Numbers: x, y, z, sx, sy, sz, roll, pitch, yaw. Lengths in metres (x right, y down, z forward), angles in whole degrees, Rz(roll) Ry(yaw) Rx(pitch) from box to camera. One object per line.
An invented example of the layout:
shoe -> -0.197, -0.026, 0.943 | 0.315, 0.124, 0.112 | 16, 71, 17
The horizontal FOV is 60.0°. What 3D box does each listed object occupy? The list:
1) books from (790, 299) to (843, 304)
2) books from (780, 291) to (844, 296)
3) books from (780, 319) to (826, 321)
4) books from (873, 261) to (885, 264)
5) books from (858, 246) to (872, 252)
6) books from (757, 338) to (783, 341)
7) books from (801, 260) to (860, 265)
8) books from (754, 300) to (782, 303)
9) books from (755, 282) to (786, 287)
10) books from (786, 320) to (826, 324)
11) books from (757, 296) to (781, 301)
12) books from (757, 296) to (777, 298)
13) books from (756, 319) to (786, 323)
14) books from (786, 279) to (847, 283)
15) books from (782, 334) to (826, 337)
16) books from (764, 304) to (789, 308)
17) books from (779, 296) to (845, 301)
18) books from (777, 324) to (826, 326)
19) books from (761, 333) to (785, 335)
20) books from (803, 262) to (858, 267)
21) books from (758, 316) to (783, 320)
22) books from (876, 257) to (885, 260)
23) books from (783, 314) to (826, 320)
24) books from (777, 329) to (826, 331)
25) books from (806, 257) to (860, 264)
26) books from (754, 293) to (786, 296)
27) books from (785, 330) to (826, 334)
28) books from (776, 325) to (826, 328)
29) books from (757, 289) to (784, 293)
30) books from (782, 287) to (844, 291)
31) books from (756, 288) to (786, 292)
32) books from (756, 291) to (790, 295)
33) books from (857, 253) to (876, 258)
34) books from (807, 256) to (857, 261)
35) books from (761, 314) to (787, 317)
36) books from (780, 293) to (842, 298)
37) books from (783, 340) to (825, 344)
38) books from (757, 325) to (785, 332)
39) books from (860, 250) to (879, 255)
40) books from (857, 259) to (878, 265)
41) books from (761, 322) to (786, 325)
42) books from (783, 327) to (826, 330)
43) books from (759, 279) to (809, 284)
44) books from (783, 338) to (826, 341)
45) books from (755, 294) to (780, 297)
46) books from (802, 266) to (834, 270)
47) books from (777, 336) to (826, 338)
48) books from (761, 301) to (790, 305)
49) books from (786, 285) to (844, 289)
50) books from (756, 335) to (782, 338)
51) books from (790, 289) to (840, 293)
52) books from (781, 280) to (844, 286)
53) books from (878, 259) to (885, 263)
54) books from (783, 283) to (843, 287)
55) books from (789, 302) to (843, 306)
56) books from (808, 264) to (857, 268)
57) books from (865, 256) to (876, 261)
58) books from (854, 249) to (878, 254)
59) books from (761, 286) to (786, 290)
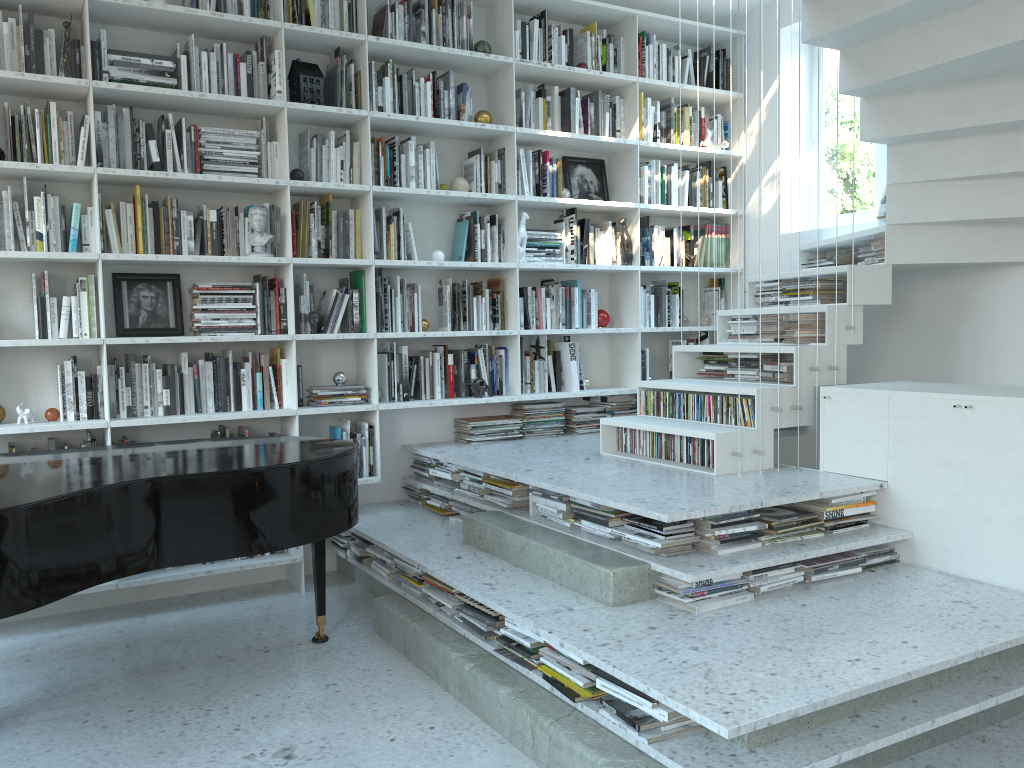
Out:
books -> 1.525, -0.415, 4.452 | 0.130, 0.014, 0.249 | -2, 4, -16
books -> 1.503, -0.453, 4.442 | 0.187, 0.009, 0.260 | -2, 4, -19
books -> 1.405, -0.300, 4.151 | 0.254, 0.005, 0.160 | -1, 3, 3
books -> 1.864, -0.572, 4.180 | 0.260, 0.009, 0.153 | -1, 3, -1
books -> 1.860, -0.676, 4.418 | 0.182, 0.016, 0.198 | -2, 3, -8
books -> 1.337, -0.223, 4.439 | 0.184, 0.016, 0.128 | -3, 4, -22
books -> 1.763, -0.669, 4.908 | 0.184, 0.006, 0.262 | -3, 4, -23
books -> 1.446, -0.442, 4.735 | 0.176, 0.009, 0.274 | -2, 4, -16
books -> 1.441, -0.530, 4.727 | 0.190, 0.015, 0.230 | -2, 4, -15
books -> 1.406, -0.291, 4.167 | 0.184, 0.016, 0.179 | -1, 3, -1
books -> 1.447, -0.455, 4.734 | 0.166, 0.018, 0.264 | -2, 3, -11
books -> 1.455, -0.467, 4.735 | 0.152, 0.005, 0.292 | -2, 4, -17
books -> 1.349, -0.314, 4.406 | 0.218, 0.012, 0.156 | -2, 4, -13
books -> 1.525, -0.515, 4.445 | 0.134, 0.007, 0.298 | -2, 4, -20
books -> 1.407, -0.231, 4.168 | 0.222, 0.011, 0.180 | -1, 3, 2
books -> 1.466, -0.418, 4.742 | 0.146, 0.014, 0.211 | -2, 4, -14
books -> 1.497, -0.428, 4.441 | 0.182, 0.013, 0.287 | -2, 4, -15
books -> 1.406, -0.278, 4.151 | 0.295, 0.007, 0.146 | -1, 3, 5
books -> 1.343, -0.251, 4.425 | 0.139, 0.013, 0.155 | -3, 4, -27
books -> 1.767, -0.661, 4.910 | 0.169, 0.010, 0.282 | -2, 4, -14
books -> 1.348, -0.329, 4.406 | 0.166, 0.017, 0.190 | -3, 4, -27
books -> 1.864, -0.595, 4.174 | 0.241, 0.008, 0.168 | -1, 3, -2
books -> 1.406, -0.316, 4.158 | 0.234, 0.025, 0.157 | -1, 3, 8
books -> 1.406, -0.253, 4.153 | 0.295, 0.006, 0.146 | -1, 3, 5
books -> 1.775, -0.681, 4.912 | 0.150, 0.017, 0.288 | -2, 4, -14
books -> 1.444, -0.478, 4.732 | 0.170, 0.006, 0.268 | -2, 4, -18
books -> 1.406, -0.243, 4.153 | 0.214, 0.015, 0.138 | -1, 3, -2
books -> 1.406, -0.271, 4.151 | 0.295, 0.007, 0.146 | -1, 3, 1
books -> 1.447, -0.496, 4.731 | 0.162, 0.008, 0.289 | -2, 3, -11
books -> 1.504, -0.475, 4.440 | 0.176, 0.007, 0.254 | -2, 4, -21
books -> 1.446, -0.503, 4.731 | 0.168, 0.005, 0.291 | -2, 3, -12
books -> 1.445, -0.486, 4.731 | 0.171, 0.011, 0.231 | -2, 4, -18
books -> 1.863, -0.645, 4.420 | 0.170, 0.010, 0.233 | -2, 3, -10
books -> 1.780, -0.694, 4.913 | 0.160, 0.008, 0.239 | -2, 4, -20
books -> 1.345, -0.342, 4.410 | 0.155, 0.009, 0.155 | -3, 4, -29
books -> 1.496, -0.441, 4.440 | 0.191, 0.014, 0.243 | -2, 4, -16
books -> 1.408, -0.200, 4.178 | 0.206, 0.012, 0.183 | -1, 3, -2
books -> 1.355, -0.278, 4.397 | 0.178, 0.036, 0.221 | -3, 4, -25
books -> 1.875, -0.656, 4.421 | 0.161, 0.012, 0.254 | -1, 3, -6
books -> 1.863, -0.609, 4.423 | 0.175, 0.017, 0.265 | -1, 3, -1
books -> 1.340, -0.303, 4.424 | 0.159, 0.012, 0.129 | -2, 4, -15
books -> 1.407, -0.263, 4.167 | 0.231, 0.011, 0.171 | -1, 3, 7
books -> 1.450, -0.545, 4.729 | 0.165, 0.014, 0.235 | -2, 4, -12
books -> 1.408, -0.212, 4.172 | 0.215, 0.013, 0.189 | -1, 3, 3
books -> 1.446, -0.472, 4.733 | 0.184, 0.006, 0.262 | -2, 4, -14
books -> 1.767, -0.640, 4.911 | 0.182, 0.011, 0.253 | -3, 4, -22
books -> 1.408, -0.222, 4.182 | 0.254, 0.007, 0.188 | -1, 3, -2
books -> 1.458, -0.431, 4.739 | 0.149, 0.014, 0.228 | -2, 4, -17
books -> 1.517, -0.485, 4.444 | 0.144, 0.011, 0.256 | -3, 4, -22
books -> 1.350, -0.237, 4.412 | 0.199, 0.014, 0.177 | -3, 4, -25
books -> 1.514, -0.465, 4.445 | 0.154, 0.014, 0.196 | -2, 4, -16
books -> 1.498, -0.505, 4.436 | 0.191, 0.013, 0.243 | -2, 4, -18
books -> 1.863, -0.585, 4.196 | 0.210, 0.015, 0.130 | -1, 3, -3
books -> 1.507, -0.494, 4.440 | 0.174, 0.009, 0.239 | -2, 4, -20
books -> 1.524, -0.402, 4.452 | 0.136, 0.013, 0.258 | -2, 4, -17
books -> 1.788, -0.652, 4.918 | 0.145, 0.010, 0.266 | -2, 4, -20
books -> 1.884, -0.629, 4.423 | 0.141, 0.022, 0.230 | -2, 3, -7
books -> 1.862, -0.665, 4.419 | 0.192, 0.006, 0.298 | -1, 3, -5
books -> 1.466, -0.515, 4.735 | 0.136, 0.017, 0.297 | -2, 4, -14
